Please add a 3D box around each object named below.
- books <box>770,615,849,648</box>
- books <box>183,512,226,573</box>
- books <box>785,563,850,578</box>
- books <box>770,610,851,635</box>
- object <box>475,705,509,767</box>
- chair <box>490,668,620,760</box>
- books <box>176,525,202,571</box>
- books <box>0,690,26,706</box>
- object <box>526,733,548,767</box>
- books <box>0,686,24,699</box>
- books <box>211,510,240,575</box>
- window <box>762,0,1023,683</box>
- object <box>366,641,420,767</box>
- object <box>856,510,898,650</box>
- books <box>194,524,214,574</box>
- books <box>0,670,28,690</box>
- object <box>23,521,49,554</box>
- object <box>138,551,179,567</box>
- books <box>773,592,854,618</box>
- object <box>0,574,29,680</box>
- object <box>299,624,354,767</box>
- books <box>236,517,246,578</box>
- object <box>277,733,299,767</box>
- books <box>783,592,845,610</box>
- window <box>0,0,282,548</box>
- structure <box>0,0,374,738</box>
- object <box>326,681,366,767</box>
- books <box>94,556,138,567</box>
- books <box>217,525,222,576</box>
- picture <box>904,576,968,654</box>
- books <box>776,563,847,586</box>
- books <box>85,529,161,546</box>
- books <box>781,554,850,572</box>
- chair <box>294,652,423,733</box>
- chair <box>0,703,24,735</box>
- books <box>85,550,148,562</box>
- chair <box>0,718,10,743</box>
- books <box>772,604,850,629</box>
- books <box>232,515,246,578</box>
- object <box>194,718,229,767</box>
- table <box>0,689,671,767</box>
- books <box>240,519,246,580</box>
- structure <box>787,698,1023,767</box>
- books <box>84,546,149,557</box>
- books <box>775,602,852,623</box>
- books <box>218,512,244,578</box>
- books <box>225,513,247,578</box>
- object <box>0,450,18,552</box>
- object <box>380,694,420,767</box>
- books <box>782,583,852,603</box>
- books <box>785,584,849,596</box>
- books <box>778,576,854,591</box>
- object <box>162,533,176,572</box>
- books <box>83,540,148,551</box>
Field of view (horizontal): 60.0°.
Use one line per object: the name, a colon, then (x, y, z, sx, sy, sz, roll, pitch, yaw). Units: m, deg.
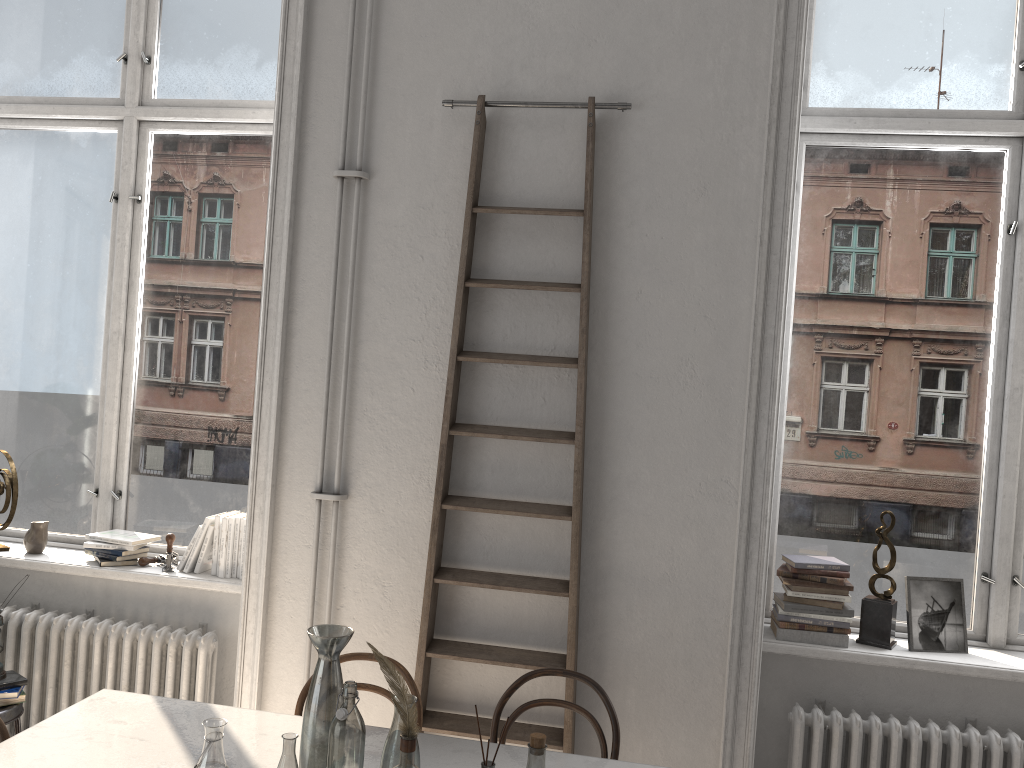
books: (1.088, 0.909, 3.261, 0.248, 0.043, 0.192, 4, 0, 10)
books: (-1.266, 0.655, 3.682, 0.100, 0.235, 0.174, 4, 0, 10)
books: (1.122, 0.681, 3.268, 0.205, 0.020, 0.155, 4, 0, 10)
books: (1.092, 0.876, 3.259, 0.249, 0.023, 0.175, 4, 0, 5)
object: (-0.055, 0.880, 2.006, 0.107, 0.283, 0.107, 4, 0, 5)
chair: (0.071, 1.353, 2.544, 0.438, 0.920, 0.549, 4, 0, 17)
books: (-1.305, 0.672, 3.693, 0.105, 0.194, 0.155, 4, 0, 9)
books: (-1.922, 1.135, 3.218, 0.246, 0.034, 0.194, 4, 0, -40)
object: (0.053, 0.923, 2.065, 0.101, 0.212, 0.101, 4, 0, -41)
books: (-1.908, 1.110, 3.219, 0.232, 0.029, 0.162, 4, 0, -20)
books: (-1.191, 0.658, 3.692, 0.024, 0.243, 0.175, 4, 0, 10)
window: (8.901, -4.338, 5.192, 14.383, 15.936, 26.399, 4, 0, 10)
object: (-0.229, 0.786, 1.957, 0.156, 0.446, 0.157, 4, 0, 28)
object: (1.347, 0.704, 3.234, 0.122, 0.488, 0.102, 4, 0, 34)
books: (-1.242, 0.674, 3.679, 0.072, 0.203, 0.155, 4, 0, 10)
books: (-1.904, 1.088, 3.219, 0.147, 0.027, 0.221, 4, 0, 42)
object: (-2.030, 0.649, 3.781, 0.100, 0.142, 0.102, 4, 0, -16)
object: (-1.484, 0.735, 3.709, 0.153, 0.048, 0.088, 4, 0, -41)
books: (1.108, 0.814, 3.273, 0.245, 0.028, 0.193, 4, 0, 5)
object: (-1.875, 0.886, 3.245, 0.163, 0.383, 0.154, 4, 0, -17)
object: (-0.463, 0.802, 2.199, 0.116, 0.383, 0.116, 4, 0, 21)
books: (-1.081, 0.665, 3.673, 0.024, 0.243, 0.175, 4, 0, 10)
object: (-0.530, 0.910, 2.096, 0.083, 0.158, 0.083, 4, 0, 5)
books: (1.114, 0.789, 3.268, 0.205, 0.022, 0.155, 4, 0, 24)
window: (-1.691, -0.727, 3.927, 1.622, 2.843, 0.013, 4, 0, 10)
structure: (-0.013, -0.433, 3.229, 5.181, 4.474, 0.340, 4, 0, 10)
object: (-0.388, 0.847, 2.073, 0.086, 0.301, 0.086, 4, 0, -5)
books: (-1.672, 0.735, 3.740, 0.147, 0.023, 0.221, 4, 0, -32)
books: (-1.170, 0.678, 3.667, 0.020, 0.205, 0.155, 4, 0, 10)
picture: (1.530, 0.836, 3.245, 0.221, 0.264, 0.149, 4, 0, -7)
books: (1.107, 0.702, 3.270, 0.231, 0.023, 0.162, 4, 0, 25)
books: (-1.635, 0.646, 3.738, 0.243, 0.019, 0.174, 4, 0, 20)
books: (1.119, 0.659, 3.278, 0.201, 0.024, 0.159, 4, 0, 0)
chair: (-0.506, 1.313, 2.561, 0.438, 0.920, 0.549, 4, 0, 8)
chair: (-1.963, 1.408, 3.191, 0.364, 0.523, 0.360, 4, 0, -17)
books: (-1.665, 0.712, 3.735, 0.205, 0.022, 0.155, 4, 0, 30)
chair: (-1.254, 1.259, 2.149, 0.549, 0.920, 0.438, 4, 0, 18)
books: (1.094, 0.853, 3.259, 0.249, 0.023, 0.175, 4, 0, 10)
books: (-1.103, 0.664, 3.672, 0.019, 0.244, 0.174, 4, 0, 10)
object: (-0.675, 0.868, 1.991, 0.132, 0.219, 0.132, 4, 0, -1)
table: (-0.295, 1.396, 2.011, 2.200, 0.780, 1.100, 4, 0, 10)
books: (-1.064, 0.666, 3.648, 0.019, 0.244, 0.174, 4, 0, 10)
structure: (1.689, 1.446, 3.009, 1.577, 0.552, 0.194, 4, 0, 10)
books: (-1.661, 0.691, 3.733, 0.221, 0.023, 0.147, 4, 0, 25)
books: (1.108, 0.835, 3.272, 0.255, 0.014, 0.192, 4, 0, 13)
books: (-1.149, 0.661, 3.653, 0.024, 0.243, 0.175, 4, 0, 10)
books: (-1.125, 0.662, 3.658, 0.019, 0.244, 0.174, 4, 0, 10)
object: (-2.209, 0.496, 3.816, 0.347, 0.425, 0.087, 4, 0, 42)
object: (-0.266, 0.880, 2.126, 0.098, 0.255, 0.100, 4, 0, -14)
books: (1.120, 0.767, 3.273, 0.222, 0.024, 0.158, 4, 0, 10)
books: (1.117, 0.744, 3.268, 0.205, 0.022, 0.155, 4, 0, 5)
books: (1.114, 0.724, 3.269, 0.243, 0.019, 0.174, 4, 0, 10)
object: (-1.405, 0.688, 3.640, 0.048, 0.153, 0.088, 4, 0, -20)
books: (-1.660, 0.670, 3.721, 0.205, 0.020, 0.155, 4, 0, 0)
